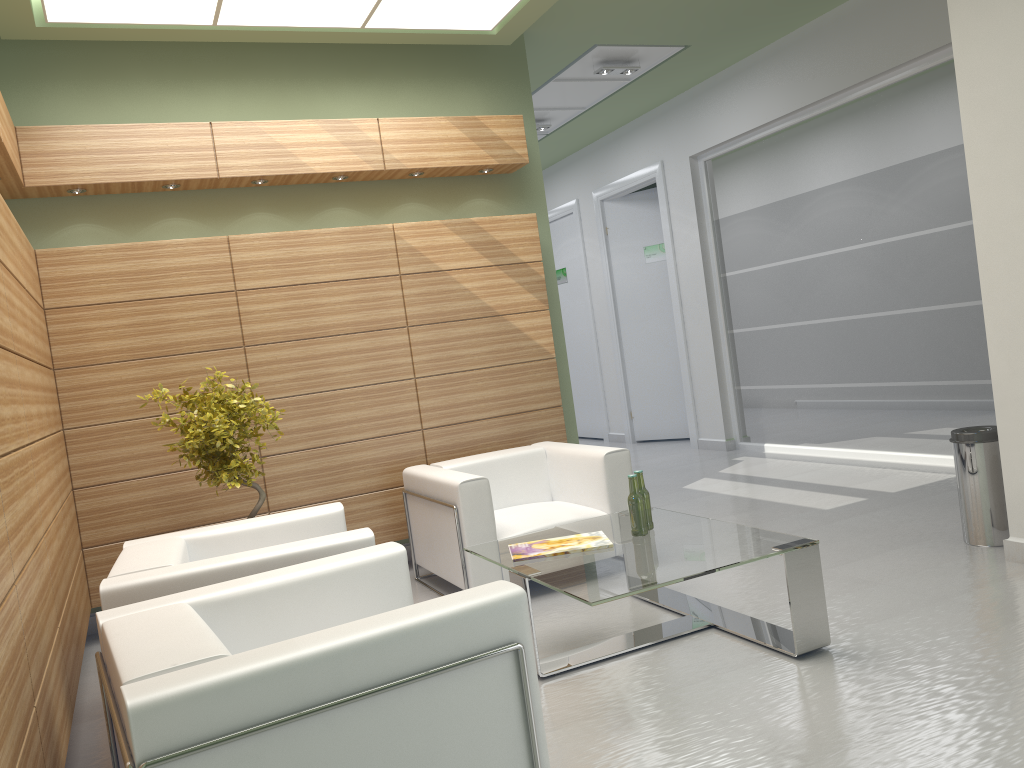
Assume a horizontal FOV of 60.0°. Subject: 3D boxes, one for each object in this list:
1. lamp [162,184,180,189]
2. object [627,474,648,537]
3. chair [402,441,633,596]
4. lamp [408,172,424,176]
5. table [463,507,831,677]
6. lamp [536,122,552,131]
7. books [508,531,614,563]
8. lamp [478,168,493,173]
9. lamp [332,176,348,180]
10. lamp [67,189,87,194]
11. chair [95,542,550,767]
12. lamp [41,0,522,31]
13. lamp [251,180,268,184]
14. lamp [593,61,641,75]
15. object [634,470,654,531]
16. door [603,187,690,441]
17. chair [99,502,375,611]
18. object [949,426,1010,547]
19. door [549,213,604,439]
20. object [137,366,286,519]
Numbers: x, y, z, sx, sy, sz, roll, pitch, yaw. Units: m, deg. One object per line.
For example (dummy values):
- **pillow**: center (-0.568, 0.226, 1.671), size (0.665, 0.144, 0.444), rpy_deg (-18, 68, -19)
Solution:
- **lamp**: center (-3.574, -2.096, 9.291), size (0.181, 0.074, 0.181), rpy_deg (-9, 3, -29)
- **object**: center (0.961, 0.937, 6.861), size (0.131, 0.475, 0.131), rpy_deg (-7, 3, 31)
- **chair**: center (0.069, 1.366, 9.123), size (1.894, 1.234, 1.802), rpy_deg (-9, 2, -23)
- **lamp**: center (-1.123, -2.479, 10.366), size (0.181, 0.074, 0.181), rpy_deg (-7, 3, 27)
- **table**: center (0.889, 1.571, 6.675), size (1.783, 0.742, 2.197), rpy_deg (-9, 2, -23)
- **lamp**: center (0.359, -4.711, 16.156), size (0.657, 0.159, 0.286), rpy_deg (-9, 2, -23)
- **books**: center (0.363, 1.249, 6.836), size (0.762, 0.025, 0.508), rpy_deg (-8, 2, -3)
- **lamp**: center (-0.320, -2.604, 10.718), size (0.181, 0.074, 0.181), rpy_deg (-9, 3, -29)
- **lamp**: center (-1.942, -2.351, 10.007), size (0.181, 0.074, 0.181), rpy_deg (-9, 3, -29)
- **lamp**: center (-4.389, -1.969, 8.933), size (0.181, 0.074, 0.181), rpy_deg (-9, 3, -29)
- **chair**: center (-1.032, 1.701, 4.529), size (1.802, 1.234, 1.894), rpy_deg (-9, 3, -28)
- **lamp**: center (-1.315, -3.917, 6.900), size (4.571, 0.325, 5.060), rpy_deg (-9, 2, -23)
- **lamp**: center (-2.750, -2.225, 9.652), size (0.181, 0.074, 0.181), rpy_deg (-7, 3, 27)
- **lamp**: center (1.577, -4.769, 13.358), size (0.657, 0.159, 0.286), rpy_deg (-9, 2, -23)
- **object**: center (1.030, 0.921, 7.024), size (0.131, 0.475, 0.131), rpy_deg (-7, 3, 31)
- **door**: center (3.109, -1.411, 17.997), size (2.089, 5.083, 0.134), rpy_deg (-6, 3, 37)
- **chair**: center (-1.944, 1.743, 6.666), size (1.769, 1.234, 1.894), rpy_deg (-9, 2, -18)
- **object**: center (4.293, 0.919, 8.060), size (0.482, 1.027, 0.483), rpy_deg (-6, 3, 38)
- **door**: center (1.299, -1.267, 20.703), size (0.250, 5.083, 2.089), rpy_deg (-9, 2, -23)
- **object**: center (-2.651, 1.100, 8.155), size (1.116, 2.565, 1.201), rpy_deg (-6, 3, 35)
